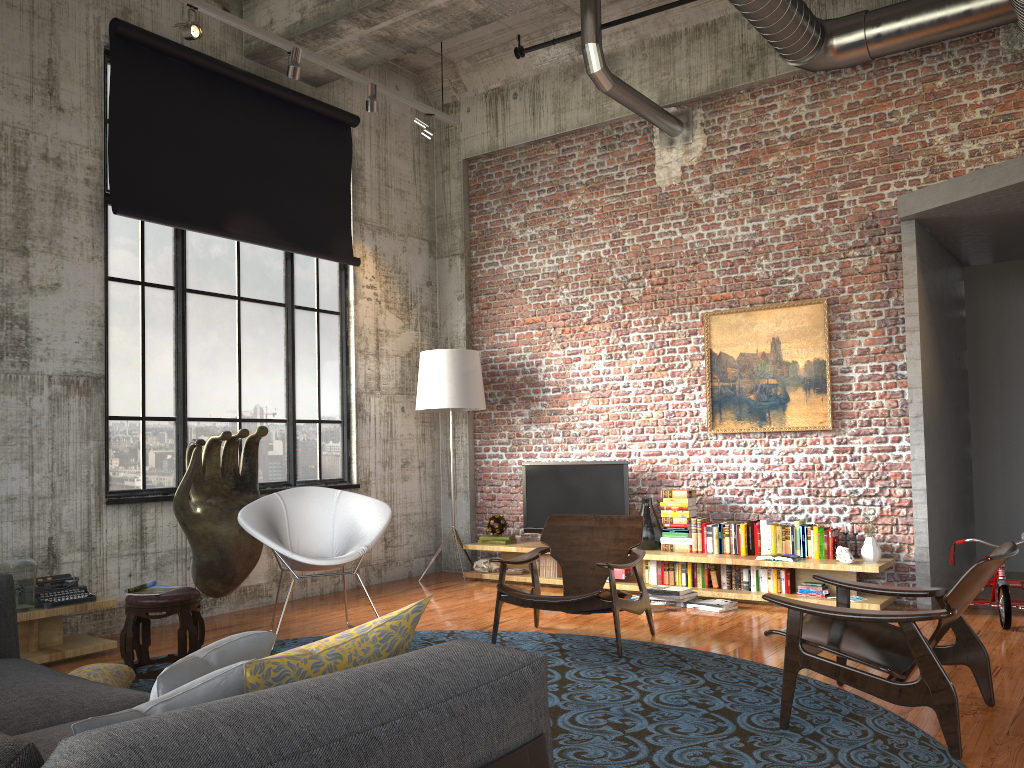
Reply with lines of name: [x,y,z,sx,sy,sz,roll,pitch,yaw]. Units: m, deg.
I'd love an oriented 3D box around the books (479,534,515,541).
books: [-0.140,1.507,8.703,0.302,0.037,0.243,-2,-4,15]

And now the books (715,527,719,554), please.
books: [1.755,1.312,7.465,0.026,0.223,0.161,-3,-4,35]

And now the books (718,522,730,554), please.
books: [1.788,1.296,7.460,0.034,0.253,0.183,-3,-4,35]

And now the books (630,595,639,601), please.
books: [0.845,1.751,7.302,0.300,0.049,0.423,2,-6,-40]

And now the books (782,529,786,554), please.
books: [2.231,1.284,7.185,0.027,0.223,0.161,-3,-4,35]

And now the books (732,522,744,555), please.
books: [1.891,1.285,7.389,0.034,0.259,0.180,-3,-4,35]

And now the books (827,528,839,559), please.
books: [2.532,1.258,6.986,0.037,0.231,0.168,-3,-4,35]

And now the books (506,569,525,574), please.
books: [0.030,1.790,8.466,0.166,0.021,0.211,-2,-4,10]

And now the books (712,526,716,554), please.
books: [1.739,1.314,7.487,0.027,0.223,0.161,-3,-4,35]

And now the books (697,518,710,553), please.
books: [1.640,1.292,7.575,0.040,0.284,0.198,-3,-4,35]

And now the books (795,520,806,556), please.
books: [2.323,1.244,7.128,0.036,0.290,0.176,-3,-3,35]

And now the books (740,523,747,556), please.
books: [1.946,1.284,7.343,0.034,0.253,0.183,-3,-4,35]

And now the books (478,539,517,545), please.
books: [-0.140,1.544,8.702,0.302,0.037,0.243,-4,-5,27]

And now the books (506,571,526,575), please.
books: [0.028,1.810,8.474,0.211,0.020,0.163,-2,-4,3]

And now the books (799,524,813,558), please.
books: [2.362,1.256,7.099,0.060,0.259,0.180,-3,-4,35]

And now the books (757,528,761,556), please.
books: [2.062,1.296,7.297,0.026,0.223,0.161,-3,-4,35]

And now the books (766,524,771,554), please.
books: [2.134,1.277,7.257,0.034,0.253,0.183,-3,-4,35]

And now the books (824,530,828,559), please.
books: [2.500,1.263,6.994,0.026,0.223,0.161,-3,-4,35]

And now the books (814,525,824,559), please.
books: [2.445,1.254,7.047,0.034,0.253,0.183,-3,-4,35]

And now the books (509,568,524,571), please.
books: [0.037,1.772,8.458,0.113,0.016,0.114,1,-5,-31]

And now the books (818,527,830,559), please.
books: [2.477,1.258,7.024,0.045,0.240,0.175,-3,-4,35]

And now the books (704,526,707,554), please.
books: [1.678,1.319,7.525,0.026,0.223,0.161,-3,-4,35]

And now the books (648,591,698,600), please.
books: [1.283,1.680,7.097,0.262,0.028,0.320,3,-6,-45]

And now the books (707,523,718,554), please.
books: [1.707,1.308,7.505,0.045,0.240,0.175,-3,-4,35]

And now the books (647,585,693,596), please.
books: [1.258,1.650,7.084,0.297,0.035,0.236,-5,-5,37]

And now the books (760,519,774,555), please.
books: [2.099,1.261,7.283,0.053,0.290,0.176,-3,-3,35]

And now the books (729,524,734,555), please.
books: [1.863,1.292,7.406,0.032,0.250,0.160,-3,-3,35]

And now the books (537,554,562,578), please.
books: [0.368,1.690,8.278,0.232,0.218,0.174,-4,-4,35]

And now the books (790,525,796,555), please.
books: [2.290,1.264,7.140,0.034,0.253,0.183,-3,-4,35]

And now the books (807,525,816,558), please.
books: [2.395,1.258,7.071,0.026,0.250,0.160,-3,-3,35]

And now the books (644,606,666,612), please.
books: [1.080,1.735,6.857,0.182,0.030,0.129,1,-5,-33]

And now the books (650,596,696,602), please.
books: [1.295,1.711,7.130,0.300,0.028,0.237,-4,-5,33]

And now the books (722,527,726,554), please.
books: [1.812,1.309,7.440,0.027,0.223,0.161,-3,-4,35]

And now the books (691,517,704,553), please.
books: [1.596,1.291,7.586,0.044,0.290,0.176,-3,-3,35]

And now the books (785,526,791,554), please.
books: [2.264,1.274,7.171,0.045,0.240,0.175,-3,-4,35]

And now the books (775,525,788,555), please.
books: [2.198,1.275,7.211,0.057,0.246,0.171,-3,-4,35]

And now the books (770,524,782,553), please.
books: [2.159,1.274,7.234,0.034,0.253,0.183,-3,-4,35]

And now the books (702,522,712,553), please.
books: [1.663,1.307,7.548,0.026,0.250,0.160,-3,-3,35]

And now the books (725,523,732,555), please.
books: [1.835,1.296,7.422,0.032,0.246,0.171,-3,-4,35]

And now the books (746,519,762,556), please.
books: [2.014,1.271,7.353,0.066,0.284,0.198,-3,-4,35]

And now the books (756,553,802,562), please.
books: [2.097,1.363,6.972,0.317,0.040,0.214,-4,-5,35]

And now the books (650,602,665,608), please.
books: [1.076,1.709,6.860,0.189,0.022,0.134,-1,-4,-4]

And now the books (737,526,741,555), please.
books: [1.927,1.298,7.377,0.037,0.231,0.168,-3,-4,35]

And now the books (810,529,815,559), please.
books: [2.417,1.270,7.056,0.027,0.223,0.161,-3,-4,35]

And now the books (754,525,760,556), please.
books: [2.043,1.284,7.314,0.026,0.250,0.160,-3,-3,35]

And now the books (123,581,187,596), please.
books: [-2.125,1.216,5.286,0.229,0.043,0.301,-2,-4,9]
